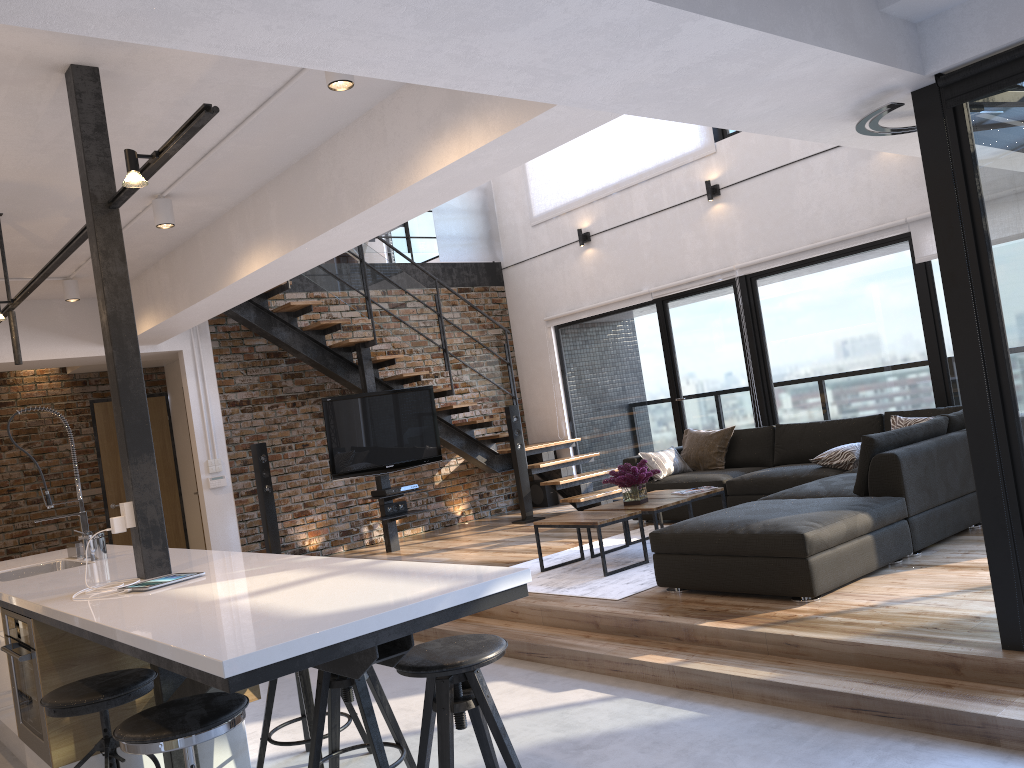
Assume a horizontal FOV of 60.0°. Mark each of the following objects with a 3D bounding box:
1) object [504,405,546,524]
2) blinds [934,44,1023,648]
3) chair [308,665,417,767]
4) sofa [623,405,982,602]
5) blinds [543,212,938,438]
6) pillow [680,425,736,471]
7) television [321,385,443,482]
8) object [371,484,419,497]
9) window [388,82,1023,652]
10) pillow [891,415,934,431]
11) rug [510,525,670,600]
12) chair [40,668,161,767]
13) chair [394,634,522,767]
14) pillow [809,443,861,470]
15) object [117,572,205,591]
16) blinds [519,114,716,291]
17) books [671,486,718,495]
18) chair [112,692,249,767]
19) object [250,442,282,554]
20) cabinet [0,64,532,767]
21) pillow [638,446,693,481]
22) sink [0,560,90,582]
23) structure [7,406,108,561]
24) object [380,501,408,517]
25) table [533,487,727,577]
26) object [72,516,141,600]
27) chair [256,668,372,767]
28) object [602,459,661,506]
[{"bbox_3d":[0.081,0.821,9.155,0.270,1.206,0.271,-8,-1,-35],"label":"object"},{"bbox_3d":[2.501,-0.194,3.099,1.829,2.051,3.861,-9,-2,5],"label":"blinds"},{"bbox_3d":[-0.571,1.202,3.167,0.365,0.630,0.365,-9,-1,5],"label":"chair"},{"bbox_3d":[1.568,0.744,6.310,2.996,0.700,3.048,-7,-3,-40],"label":"sofa"},{"bbox_3d":[2.194,-0.077,8.050,0.095,2.043,5.376,-8,-2,-40],"label":"blinds"},{"bbox_3d":[1.699,0.580,7.882,0.265,0.382,0.610,-8,-2,-39],"label":"pillow"},{"bbox_3d":[-1.218,0.462,8.339,1.206,0.783,0.136,-7,-2,-39],"label":"television"},{"bbox_3d":[-1.093,0.997,8.294,0.360,0.058,0.275,-7,-3,-40],"label":"object"},{"bbox_3d":[0.573,-1.330,7.194,5.657,5.565,13.416,-7,-2,-40],"label":"window"},{"bbox_3d":[2.859,0.358,6.163,0.250,0.314,0.532,-8,-2,-36],"label":"pillow"},{"bbox_3d":[0.878,1.198,6.217,2.111,0.003,1.639,-7,-3,-40],"label":"rug"},{"bbox_3d":[-1.317,1.303,2.930,0.357,0.636,0.357,-9,-2,29],"label":"chair"},{"bbox_3d":[-0.143,1.120,2.713,0.366,0.630,0.367,-8,-2,-25],"label":"chair"},{"bbox_3d":[2.501,0.536,6.581,0.530,0.177,0.356,-7,-3,-42],"label":"pillow"},{"bbox_3d":[-1.228,0.695,3.111,0.188,0.013,0.240,-10,-2,35],"label":"object"},{"bbox_3d":[-0.472,-2.479,9.395,10.214,2.975,1.994,-10,-2,29],"label":"blinds"},{"bbox_3d":[1.328,0.777,6.461,0.295,0.013,0.229,-8,-2,-19],"label":"books"},{"bbox_3d":[-0.864,1.216,2.443,0.358,0.636,0.356,-9,-1,5],"label":"chair"},{"bbox_3d":[-2.236,1.140,8.119,0.271,1.206,0.270,-10,-2,40],"label":"object"},{"bbox_3d":[-3.054,0.489,4.218,2.471,2.871,9.128,-7,-2,-40],"label":"cabinet"},{"bbox_3d":[1.357,0.695,7.782,0.498,0.265,0.212,-7,-2,-39],"label":"pillow"},{"bbox_3d":[-2.358,1.034,4.423,0.406,0.203,0.707,-7,-2,-40],"label":"sink"},{"bbox_3d":[-2.272,0.505,4.637,0.392,0.812,0.507,-9,-1,0],"label":"structure"},{"bbox_3d":[-1.112,1.176,8.355,0.246,0.112,0.089,-7,-2,-40],"label":"object"},{"bbox_3d":[0.877,1.022,6.249,1.297,0.350,0.698,-7,-2,-39],"label":"table"},{"bbox_3d":[-1.467,0.614,3.164,0.214,0.246,0.418,-8,-2,-19],"label":"object"},{"bbox_3d":[-0.851,1.261,3.636,0.367,0.630,0.366,-9,-2,25],"label":"chair"},{"bbox_3d":[0.852,0.676,6.255,0.374,0.343,0.342,-7,-2,-38],"label":"object"}]
